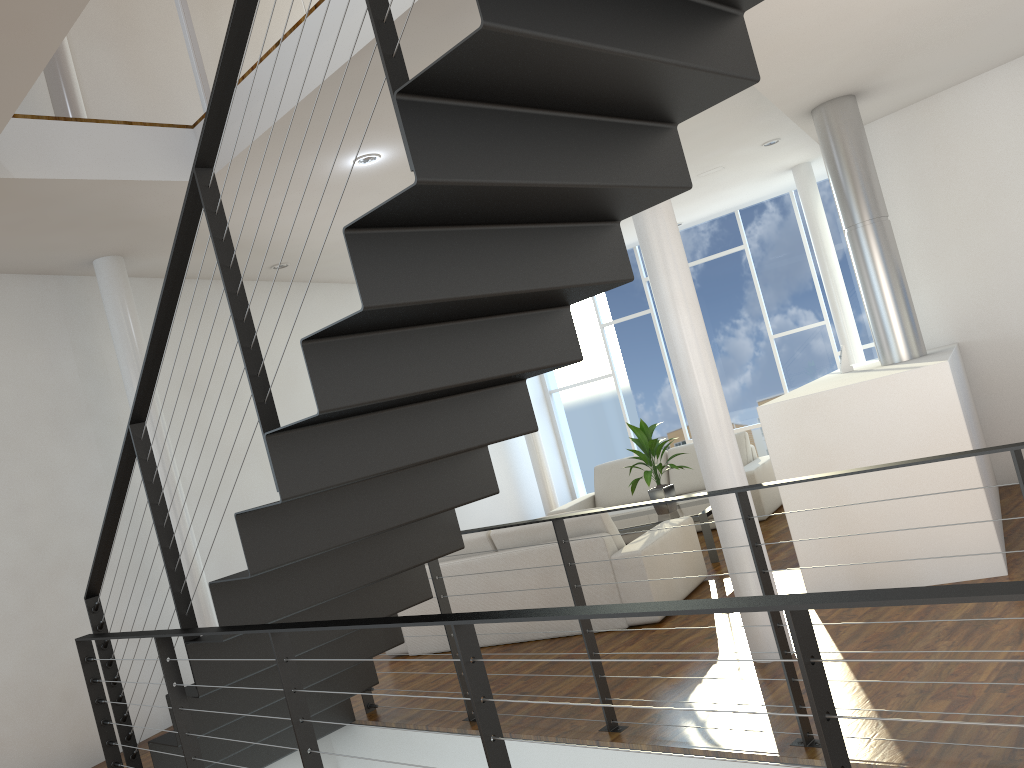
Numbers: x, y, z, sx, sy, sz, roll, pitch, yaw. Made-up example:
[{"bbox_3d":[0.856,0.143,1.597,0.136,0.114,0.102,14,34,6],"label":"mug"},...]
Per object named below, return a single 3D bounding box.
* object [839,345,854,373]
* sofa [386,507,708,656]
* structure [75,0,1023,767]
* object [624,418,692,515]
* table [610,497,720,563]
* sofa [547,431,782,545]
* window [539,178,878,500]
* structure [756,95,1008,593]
[{"bbox_3d":[1.867,-0.141,4.990,0.061,0.151,0.100,-15,-2,15],"label":"object"},{"bbox_3d":[0.108,0.970,4.710,1.615,0.565,0.800,-16,-3,29],"label":"sofa"},{"bbox_3d":[0.238,0.612,2.108,4.378,6.293,1.090,-17,-2,44],"label":"structure"},{"bbox_3d":[0.876,0.490,5.394,0.432,0.601,0.457,-15,-2,14],"label":"object"},{"bbox_3d":[0.612,1.032,5.650,1.613,0.284,0.660,-17,-3,29],"label":"table"},{"bbox_3d":[1.122,0.793,6.578,1.615,0.565,0.800,-16,-3,30],"label":"sofa"},{"bbox_3d":[1.407,-1.782,8.348,3.425,5.631,0.090,-16,-2,28],"label":"window"},{"bbox_3d":[1.918,-0.348,4.777,0.752,2.204,2.744,-16,-2,28],"label":"structure"}]
